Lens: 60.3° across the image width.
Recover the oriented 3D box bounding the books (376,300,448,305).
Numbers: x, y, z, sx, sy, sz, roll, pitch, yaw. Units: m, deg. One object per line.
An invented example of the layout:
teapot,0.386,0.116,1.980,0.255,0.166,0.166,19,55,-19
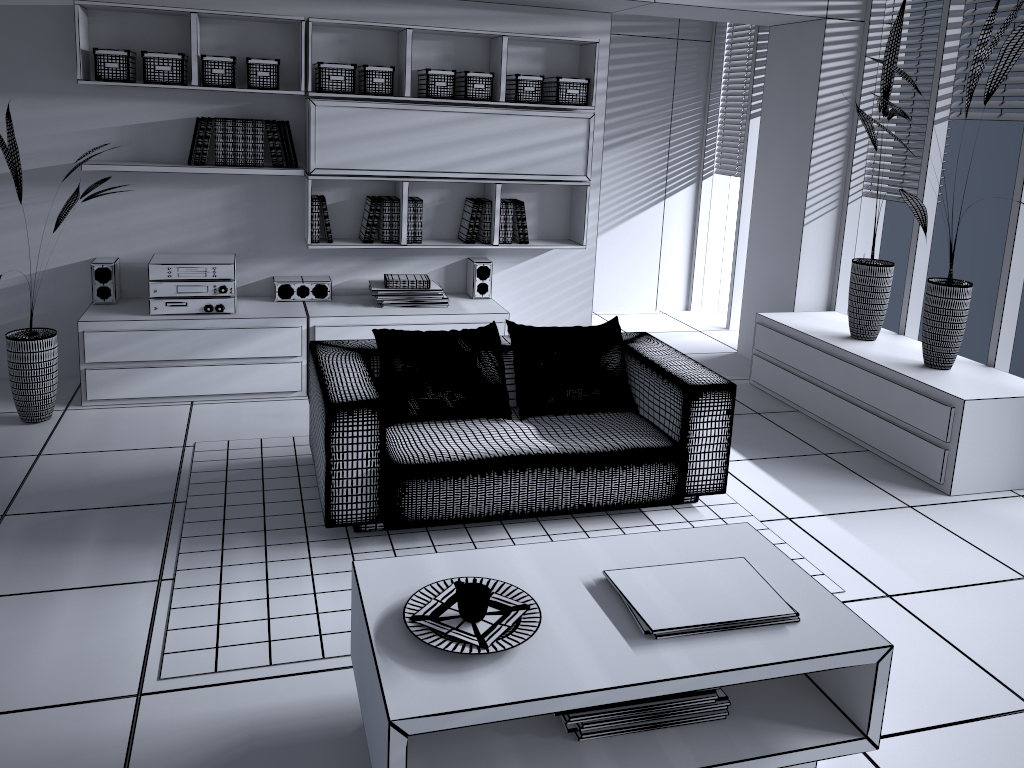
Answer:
books,-0.609,-0.508,5.233,0.415,0.008,0.293,-2,18,-15

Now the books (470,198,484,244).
books,-0.236,-0.993,5.348,0.075,0.254,0.212,-1,14,-17

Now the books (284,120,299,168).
books,-1.242,-1.349,4.956,0.072,0.252,0.212,-1,14,-17

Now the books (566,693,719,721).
books,0.280,0.727,2.228,0.415,0.008,0.293,-2,18,-15

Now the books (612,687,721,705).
books,0.283,0.700,2.220,0.415,0.008,0.293,-2,18,-15

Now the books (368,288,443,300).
books,-0.627,-0.535,5.214,0.415,0.008,0.293,-2,18,-15

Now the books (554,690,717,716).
books,0.262,0.716,2.227,0.415,0.008,0.293,-2,18,-15

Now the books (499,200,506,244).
books,-0.091,-0.999,5.399,0.050,0.253,0.212,-1,14,-16

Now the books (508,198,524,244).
books,0.019,-1.004,5.434,0.075,0.254,0.212,-1,14,-16

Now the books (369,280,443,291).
books,-0.637,-0.582,5.206,0.415,0.008,0.293,-2,18,-15

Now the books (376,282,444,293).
books,-0.618,-0.570,5.206,0.415,0.008,0.293,-2,18,-15

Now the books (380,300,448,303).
books,-0.595,-0.515,5.225,0.415,0.008,0.293,-2,18,-15

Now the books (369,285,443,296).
books,-0.639,-0.555,5.213,0.415,0.008,0.293,-2,18,-15

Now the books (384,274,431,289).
books,-0.617,-0.601,5.171,0.258,0.049,0.213,-1,17,-11

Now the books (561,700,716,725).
books,0.274,0.736,2.227,0.415,0.008,0.293,-2,18,-15

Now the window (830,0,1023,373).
window,2.910,-0.683,2.867,0.100,3.048,5.642,-1,16,-17

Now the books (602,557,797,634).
books,0.475,0.530,2.242,0.415,0.008,0.293,-2,18,-15

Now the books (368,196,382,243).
books,-0.816,-0.967,5.174,0.075,0.254,0.212,-1,14,-17

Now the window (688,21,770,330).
window,1.720,-1.991,6.933,0.100,3.056,0.703,-1,12,-17

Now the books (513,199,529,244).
books,0.049,-1.006,5.442,0.075,0.254,0.212,-1,14,-16

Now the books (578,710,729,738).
books,0.310,0.774,2.247,0.415,0.008,0.293,-2,18,-15

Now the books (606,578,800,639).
books,0.485,0.544,2.248,0.415,0.008,0.293,-2,18,-15

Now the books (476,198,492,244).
books,-0.172,-0.996,5.370,0.050,0.253,0.212,-1,14,-16

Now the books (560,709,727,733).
books,0.292,0.762,2.247,0.415,0.008,0.293,-2,18,-15

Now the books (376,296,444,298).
books,-0.620,-0.544,5.214,0.415,0.008,0.293,-2,18,-15

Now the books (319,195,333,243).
books,-1.079,-0.957,5.106,0.075,0.254,0.212,-1,14,-16

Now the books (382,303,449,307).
books,-0.590,-0.497,5.233,0.415,0.008,0.293,-2,18,-15

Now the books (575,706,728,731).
books,0.306,0.755,2.239,0.415,0.008,0.293,-2,18,-15

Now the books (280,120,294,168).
books,-1.271,-1.356,4.973,0.072,0.252,0.212,-1,14,-16

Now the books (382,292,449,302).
books,-0.588,-0.524,5.225,0.415,0.008,0.293,-2,18,-15

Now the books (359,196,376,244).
books,-0.847,-0.966,5.165,0.075,0.254,0.212,-1,14,-17

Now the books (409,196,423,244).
books,-0.575,-0.979,5.259,0.050,0.253,0.212,-1,14,-16

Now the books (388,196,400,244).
books,-0.703,-0.973,5.211,0.050,0.253,0.212,-1,14,-16

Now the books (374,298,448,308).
books,-0.597,-0.488,5.233,0.415,0.008,0.293,-2,18,-15

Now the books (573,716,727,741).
books,0.304,0.782,2.247,0.415,0.008,0.293,-2,18,-15

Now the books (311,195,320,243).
books,-1.142,-0.955,5.089,0.050,0.253,0.212,-1,14,-16

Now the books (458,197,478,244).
books,-0.266,-0.991,5.338,0.075,0.254,0.212,-1,14,-17

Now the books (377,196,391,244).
books,-0.753,-0.971,5.196,0.050,0.253,0.212,-1,14,-16

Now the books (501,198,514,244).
books,-0.044,-1.002,5.417,0.050,0.253,0.212,-1,14,-16

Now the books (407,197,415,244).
books,-0.622,-0.976,5.240,0.050,0.253,0.212,-1,14,-16

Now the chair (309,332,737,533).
chair,0.002,0.168,3.769,1.650,0.539,0.984,-2,17,-17

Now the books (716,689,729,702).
books,0.294,0.736,2.239,0.415,0.008,0.293,-2,18,-15

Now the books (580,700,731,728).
books,0.312,0.747,2.239,0.415,0.008,0.293,-2,18,-15
